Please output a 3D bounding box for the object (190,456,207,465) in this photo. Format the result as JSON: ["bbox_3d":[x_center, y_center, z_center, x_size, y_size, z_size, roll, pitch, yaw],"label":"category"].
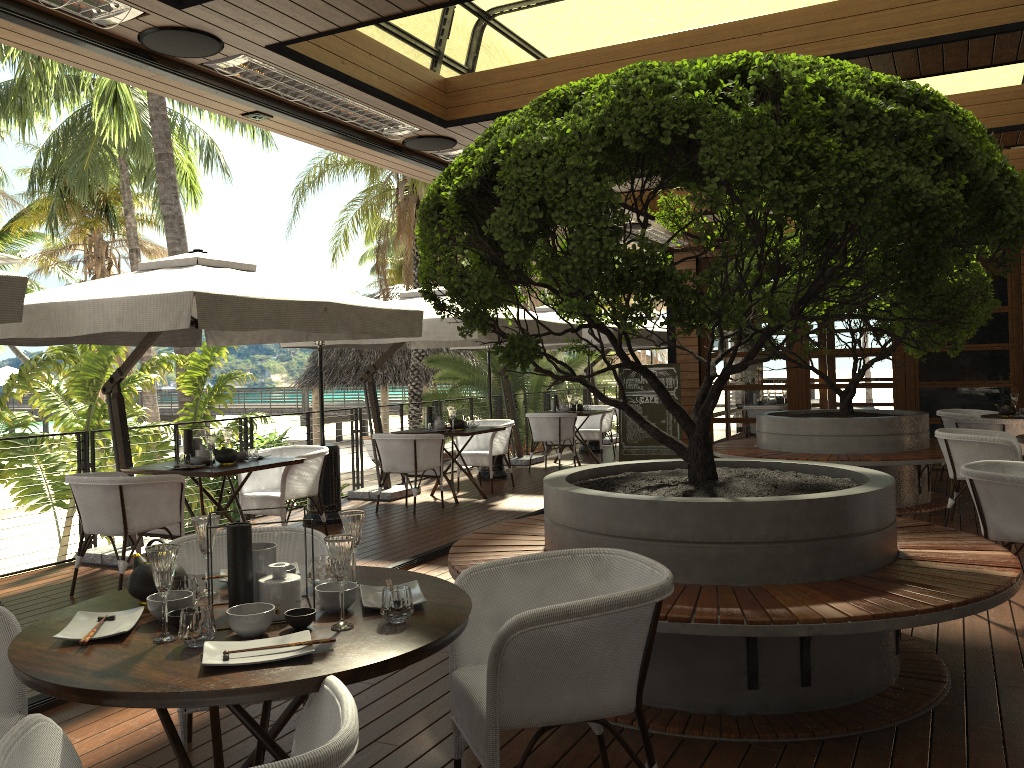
[{"bbox_3d":[-2.249,0.557,6.369,0.116,0.065,0.116,-1,1,25],"label":"object"}]

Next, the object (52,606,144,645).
[{"bbox_3d":[-1.047,0.619,2.246,0.170,0.025,0.294,-2,1,-12],"label":"object"}]

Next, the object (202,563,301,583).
[{"bbox_3d":[-0.819,0.603,2.787,0.295,0.025,0.170,-2,1,-17],"label":"object"}]

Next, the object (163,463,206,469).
[{"bbox_3d":[-2.276,0.581,6.207,0.294,0.025,0.170,-1,1,27],"label":"object"}]

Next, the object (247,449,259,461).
[{"bbox_3d":[-1.948,0.533,6.663,0.086,0.086,0.086,-1,1,31],"label":"object"}]

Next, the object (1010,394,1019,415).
[{"bbox_3d":[5.264,0.215,9.283,0.082,0.227,0.082,-2,0,-39],"label":"object"}]

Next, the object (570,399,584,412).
[{"bbox_3d":[0.929,0.302,12.523,0.168,0.179,0.163,-1,0,25],"label":"object"}]

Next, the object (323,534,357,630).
[{"bbox_3d":[-0.429,0.498,2.231,0.082,0.227,0.082,-2,0,-28],"label":"object"}]

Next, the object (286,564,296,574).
[{"bbox_3d":[-0.703,0.582,2.645,0.116,0.065,0.116,-1,1,9],"label":"object"}]

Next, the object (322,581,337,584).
[{"bbox_3d":[-0.506,0.590,2.521,0.080,0.042,0.080,-1,1,16],"label":"object"}]

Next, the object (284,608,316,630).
[{"bbox_3d":[-0.534,0.596,2.239,0.080,0.042,0.080,-2,1,-19],"label":"object"}]

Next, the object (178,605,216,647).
[{"bbox_3d":[-0.754,0.582,2.124,0.086,0.086,0.086,-1,1,28],"label":"object"}]

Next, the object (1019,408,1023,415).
[{"bbox_3d":[5.277,0.290,9.139,0.086,0.086,0.086,-1,1,26],"label":"object"}]

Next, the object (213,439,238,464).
[{"bbox_3d":[-2.088,0.493,6.484,0.163,0.179,0.168,-1,1,28],"label":"object"}]

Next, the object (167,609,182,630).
[{"bbox_3d":[-0.839,0.604,2.265,0.080,0.042,0.080,-1,1,16],"label":"object"}]

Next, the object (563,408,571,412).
[{"bbox_3d":[0.770,0.366,12.405,0.116,0.065,0.116,-1,1,31],"label":"object"}]

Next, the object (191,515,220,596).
[{"bbox_3d":[-0.897,0.504,2.607,0.082,0.227,0.082,-2,0,-28],"label":"object"}]

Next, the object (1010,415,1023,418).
[{"bbox_3d":[5.186,0.328,8.899,0.170,0.025,0.294,-2,1,-23],"label":"object"}]

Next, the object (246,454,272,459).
[{"bbox_3d":[-2.026,0.562,6.859,0.294,0.025,0.170,-1,1,27],"label":"object"}]

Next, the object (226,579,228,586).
[{"bbox_3d":[-0.801,0.597,2.615,0.080,0.042,0.080,-2,1,-19],"label":"object"}]

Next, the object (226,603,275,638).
[{"bbox_3d":[-0.645,0.589,2.193,0.116,0.065,0.116,-1,1,9],"label":"object"}]

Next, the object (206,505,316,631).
[{"bbox_3d":[-0.680,0.487,2.397,0.263,0.264,0.263,-2,1,-17],"label":"object"}]

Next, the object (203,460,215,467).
[{"bbox_3d":[-2.160,0.567,6.326,0.080,0.042,0.080,-2,1,-12],"label":"object"}]

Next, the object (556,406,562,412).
[{"bbox_3d":[0.662,0.357,12.436,0.086,0.086,0.086,-1,1,31],"label":"object"}]

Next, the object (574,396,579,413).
[{"bbox_3d":[0.896,0.280,12.292,0.082,0.227,0.082,-2,0,27],"label":"object"}]

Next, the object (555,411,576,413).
[{"bbox_3d":[0.743,0.390,12.243,0.294,0.025,0.170,-1,1,27],"label":"object"}]

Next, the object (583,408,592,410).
[{"bbox_3d":[0.993,0.371,12.895,0.294,0.025,0.170,-1,1,27],"label":"object"}]

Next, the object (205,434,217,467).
[{"bbox_3d":[-2.122,0.472,6.256,0.082,0.227,0.082,-2,0,27],"label":"object"}]

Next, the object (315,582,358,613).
[{"bbox_3d":[-0.474,0.580,2.399,0.116,0.065,0.116,-2,1,-14],"label":"object"}]

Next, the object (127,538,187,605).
[{"bbox_3d":[-1.025,0.535,2.565,0.163,0.179,0.168,-2,0,-14],"label":"object"}]

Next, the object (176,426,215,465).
[{"bbox_3d":[-2.358,0.457,6.621,0.263,0.264,0.263,-2,1,-18],"label":"object"}]

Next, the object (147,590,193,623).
[{"bbox_3d":[-0.905,0.593,2.349,0.116,0.065,0.116,-2,1,-14],"label":"object"}]

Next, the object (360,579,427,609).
[{"bbox_3d":[-0.340,0.595,2.505,0.170,0.025,0.294,-2,1,-12],"label":"object"}]

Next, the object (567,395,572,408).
[{"bbox_3d":[0.835,0.272,12.846,0.082,0.227,0.082,-2,0,27],"label":"object"}]

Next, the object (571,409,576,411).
[{"bbox_3d":[0.859,0.376,12.362,0.080,0.042,0.080,-1,1,18],"label":"object"}]

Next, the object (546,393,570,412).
[{"bbox_3d":[0.661,0.265,12.657,0.263,0.264,0.263,-2,1,-18],"label":"object"}]

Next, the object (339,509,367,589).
[{"bbox_3d":[-0.472,0.492,2.643,0.082,0.227,0.082,-2,0,-11],"label":"object"}]

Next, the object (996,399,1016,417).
[{"bbox_3d":[5.146,0.246,9.217,0.163,0.179,0.168,-2,0,-25],"label":"object"}]

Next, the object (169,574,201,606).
[{"bbox_3d":[-0.912,0.580,2.463,0.086,0.086,0.086,-1,1,37],"label":"object"}]

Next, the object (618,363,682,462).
[{"bbox_3d":[1.739,0.448,11.130,0.768,1.397,0.771,-2,0,11],"label":"object"}]

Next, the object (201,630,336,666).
[{"bbox_3d":[-0.553,0.609,2.032,0.295,0.025,0.170,-2,1,-17],"label":"object"}]

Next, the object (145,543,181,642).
[{"bbox_3d":[-0.851,0.510,2.169,0.082,0.227,0.082,-2,0,-11],"label":"object"}]

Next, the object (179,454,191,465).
[{"bbox_3d":[-2.356,0.549,6.400,0.086,0.086,0.086,-1,1,31],"label":"object"}]

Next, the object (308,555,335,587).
[{"bbox_3d":[-0.573,0.567,2.675,0.086,0.086,0.086,-1,1,28],"label":"object"}]

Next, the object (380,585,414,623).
[{"bbox_3d":[-0.295,0.566,2.276,0.086,0.086,0.086,-1,1,37],"label":"object"}]

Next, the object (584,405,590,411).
[{"bbox_3d":[1.071,0.341,12.698,0.086,0.086,0.086,-1,1,31],"label":"object"}]
